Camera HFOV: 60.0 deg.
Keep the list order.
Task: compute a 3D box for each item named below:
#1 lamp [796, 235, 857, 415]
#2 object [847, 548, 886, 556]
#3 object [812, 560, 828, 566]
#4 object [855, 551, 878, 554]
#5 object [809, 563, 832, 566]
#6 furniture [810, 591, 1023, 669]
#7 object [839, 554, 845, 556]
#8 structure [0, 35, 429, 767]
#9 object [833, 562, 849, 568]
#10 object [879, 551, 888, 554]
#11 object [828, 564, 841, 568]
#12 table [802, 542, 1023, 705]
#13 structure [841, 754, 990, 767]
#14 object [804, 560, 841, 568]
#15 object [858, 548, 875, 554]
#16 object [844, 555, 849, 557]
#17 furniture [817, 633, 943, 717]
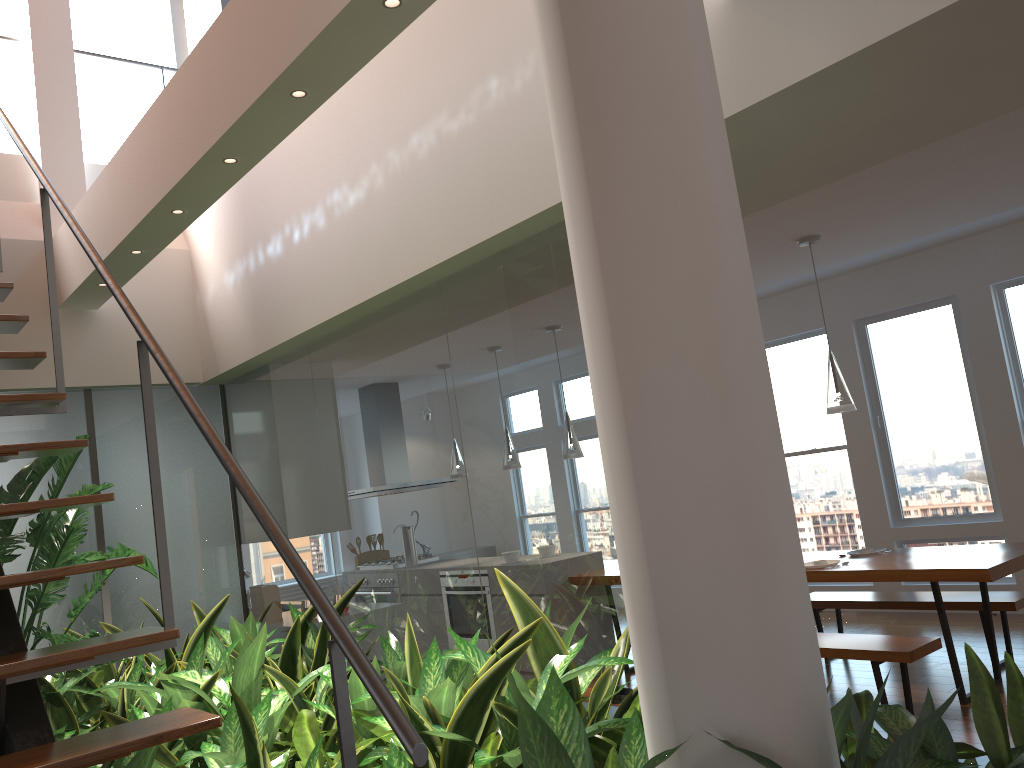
[{"bbox_3d":[1.732,-0.366,4.926,0.160,1.060,0.160,-7,-7,-13],"label":"lamp"},{"bbox_3d":[2.097,0.997,5.245,0.222,0.020,0.222,-14,-9,42],"label":"object"},{"bbox_3d":[1.742,1.015,5.013,0.079,0.030,0.070,-10,-7,13],"label":"object"},{"bbox_3d":[2.098,1.001,5.245,0.124,0.011,0.124,-12,-8,32],"label":"object"},{"bbox_3d":[1.744,1.025,5.012,0.124,0.011,0.124,-6,-7,-19],"label":"object"},{"bbox_3d":[2.438,1.501,5.450,0.316,0.389,1.433,-3,-9,-40],"label":"furniture"},{"bbox_3d":[2.014,1.023,5.333,0.149,0.014,0.044,-3,-9,-38],"label":"object"},{"bbox_3d":[-1.269,-0.341,3.161,2.552,4.265,4.591,-3,-9,-40],"label":"structure"},{"bbox_3d":[1.817,1.000,4.901,0.149,0.014,0.044,-2,-9,-41],"label":"object"},{"bbox_3d":[2.173,0.977,5.173,0.158,0.017,0.019,-2,-9,-45],"label":"object"},{"bbox_3d":[1.798,1.010,4.926,0.164,0.006,0.017,-4,-8,-35],"label":"object"},{"bbox_3d":[0.726,1.726,6.628,0.893,0.704,5.996,-3,-9,-40],"label":"table"},{"bbox_3d":[-0.396,1.582,2.550,3.088,0.386,5.584,-3,-9,-40],"label":"structure"},{"bbox_3d":[1.743,1.021,5.012,0.222,0.020,0.222,-8,-7,1],"label":"object"},{"bbox_3d":[2.096,0.991,5.246,0.079,0.030,0.070,-9,-7,3],"label":"object"},{"bbox_3d":[2.031,1.023,5.319,0.164,0.006,0.017,-2,-9,-44],"label":"object"},{"bbox_3d":[1.521,1.544,4.688,0.316,0.389,1.433,-3,-9,-40],"label":"furniture"}]
